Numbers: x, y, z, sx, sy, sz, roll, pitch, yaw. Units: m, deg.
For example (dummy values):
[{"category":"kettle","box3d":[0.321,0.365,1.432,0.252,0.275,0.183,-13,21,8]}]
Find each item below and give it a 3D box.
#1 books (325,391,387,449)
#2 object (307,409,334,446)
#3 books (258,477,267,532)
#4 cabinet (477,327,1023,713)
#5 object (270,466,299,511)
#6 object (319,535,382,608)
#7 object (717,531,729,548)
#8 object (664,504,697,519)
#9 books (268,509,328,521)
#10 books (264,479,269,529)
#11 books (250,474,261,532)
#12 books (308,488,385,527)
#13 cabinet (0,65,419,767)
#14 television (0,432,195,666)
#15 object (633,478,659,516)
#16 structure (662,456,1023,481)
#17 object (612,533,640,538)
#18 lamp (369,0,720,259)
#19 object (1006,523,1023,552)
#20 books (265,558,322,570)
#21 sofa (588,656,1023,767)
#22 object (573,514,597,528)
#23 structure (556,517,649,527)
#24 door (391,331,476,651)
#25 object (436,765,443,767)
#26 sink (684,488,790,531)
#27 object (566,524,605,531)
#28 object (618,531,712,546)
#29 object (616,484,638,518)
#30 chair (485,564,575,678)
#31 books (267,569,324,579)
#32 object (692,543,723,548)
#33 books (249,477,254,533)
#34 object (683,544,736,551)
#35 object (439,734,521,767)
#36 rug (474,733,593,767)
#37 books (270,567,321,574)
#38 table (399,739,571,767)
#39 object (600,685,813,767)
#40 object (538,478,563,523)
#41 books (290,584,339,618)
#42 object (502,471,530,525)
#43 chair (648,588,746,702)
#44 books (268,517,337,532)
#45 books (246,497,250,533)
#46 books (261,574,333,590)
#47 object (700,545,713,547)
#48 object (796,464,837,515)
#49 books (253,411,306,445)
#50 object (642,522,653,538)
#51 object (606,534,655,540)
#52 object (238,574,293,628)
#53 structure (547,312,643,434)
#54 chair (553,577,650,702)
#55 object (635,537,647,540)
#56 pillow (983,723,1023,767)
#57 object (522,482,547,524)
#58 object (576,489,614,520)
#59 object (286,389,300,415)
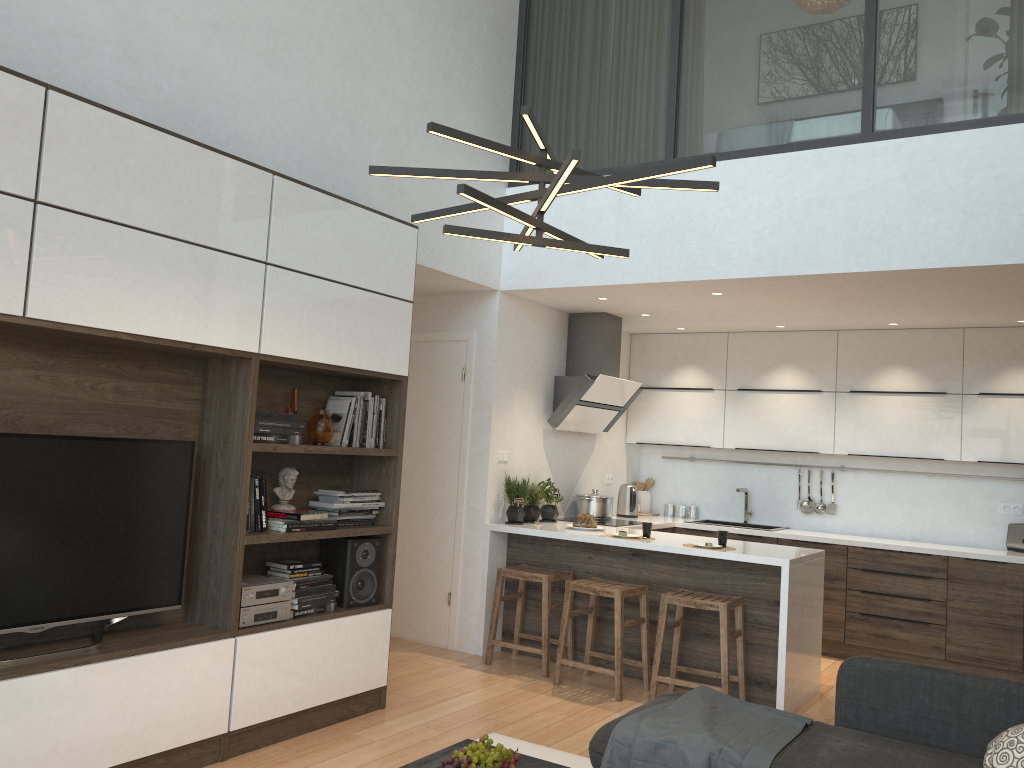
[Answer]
[{"category":"books","box3d":[-0.826,0.179,4.546,0.201,0.287,0.332,1,-5,33]},{"category":"object","box3d":[-0.925,0.211,4.287,0.130,0.171,0.130,5,-4,-18]},{"category":"books","box3d":[-1.177,0.534,3.976,0.177,0.242,0.066,1,-5,32]},{"category":"cabinet","box3d":[1.960,0.702,5.920,3.495,2.401,2.401,1,-5,33]},{"category":"object","box3d":[-1.083,0.496,4.225,0.117,0.207,0.116,5,-4,-17]},{"category":"object","box3d":[-0.820,0.940,4.496,0.244,0.331,0.214,0,-5,43]},{"category":"object","box3d":[1.237,0.911,5.209,0.066,0.093,0.066,3,-4,6]},{"category":"object","box3d":[1.436,1.085,7.560,0.297,0.105,0.112,1,-5,34]},{"category":"books","box3d":[-1.036,0.615,4.187,0.266,0.030,0.209,2,-4,26]},{"category":"books","box3d":[-1.186,0.540,4.021,0.179,0.233,0.077,1,-5,33]},{"category":"books","box3d":[-1.199,0.525,3.956,0.193,0.255,0.066,1,-5,32]},{"category":"books","box3d":[-0.850,0.622,4.483,0.224,0.176,0.374,1,-5,32]},{"category":"cabinet","box3d":[-1.776,0.223,2.986,0.338,2.494,4.036,1,-5,33]},{"category":"television","box3d":[-1.697,0.572,3.200,0.229,0.779,1.220,1,-5,33]},{"category":"object","box3d":[1.113,0.964,7.635,0.221,0.316,0.330,1,-5,33]},{"category":"structure","box3d":[2.577,0.660,6.925,3.000,0.045,0.050,1,-5,33]},{"category":"object","box3d":[0.701,0.936,5.461,0.176,0.014,0.176,2,-4,23]},{"category":"lamp","box3d":[0.192,-2.241,2.866,1.200,3.645,0.831,0,-5,43]},{"category":"object","box3d":[3.579,1.067,6.120,0.177,0.195,0.260,6,-5,-37]},{"category":"books","box3d":[-1.043,0.861,4.242,0.161,0.023,0.213,1,-5,36]},{"category":"sofa","box3d":[0.467,1.053,2.115,2.108,0.995,3.169,1,-5,33]},{"category":"object","box3d":[0.482,0.911,5.870,0.155,0.101,0.161,1,-5,28]},{"category":"structure","box3d":[0.659,1.020,6.596,0.550,0.006,0.609,1,-5,33]},{"category":"door","box3d":[-0.719,0.700,6.197,0.974,2.136,0.085,1,-5,33]},{"category":"object","box3d":[-0.109,1.192,2.646,0.295,0.026,0.295,1,-4,26]},{"category":"sink","box3d":[1.792,1.090,7.051,0.706,0.518,0.512,1,-5,33]},{"category":"object","box3d":[0.482,0.949,5.852,0.261,0.021,0.261,1,-5,27]},{"category":"object","box3d":[0.909,0.923,5.297,0.597,0.039,0.064,1,-5,29]},{"category":"object","box3d":[0.943,0.950,7.240,0.179,0.270,0.220,2,-4,20]},{"category":"chair","box3d":[0.131,1.472,5.589,0.450,0.600,0.350,1,-5,33]},{"category":"books","box3d":[-1.031,0.899,4.228,0.161,0.023,0.213,1,-5,36]},{"category":"object","box3d":[1.132,0.940,5.143,0.176,0.014,0.176,0,-5,37]},{"category":"books","box3d":[-1.205,0.528,3.925,0.169,0.242,0.050,1,-5,32]},{"category":"object","box3d":[1.152,0.952,5.180,0.304,0.002,0.304,5,-4,-25]},{"category":"object","box3d":[-0.107,1.123,2.660,0.256,0.173,0.279,1,-5,30]},{"category":"rug","box3d":[-0.085,1.554,2.756,1.606,0.013,2.496,1,-5,32]},{"category":"books","box3d":[-1.033,0.880,4.230,0.142,0.015,0.198,1,-5,31]},{"category":"table","box3d":[-0.057,1.368,2.593,0.700,0.323,0.700,1,-5,33]},{"category":"object","box3d":[0.716,1.343,3.135,0.548,0.369,0.685,0,-5,40]},{"category":"object","box3d":[0.257,0.820,6.289,0.179,0.311,0.172,0,-6,43]},{"category":"books","box3d":[-1.012,1.015,4.212,0.248,0.123,0.307,1,-5,28]},{"category":"object","box3d":[0.030,0.754,5.949,0.186,0.367,0.196,1,-5,33]},{"category":"chair","box3d":[1.050,1.483,4.949,0.450,0.600,0.350,1,-5,30]},{"category":"books","box3d":[-1.020,0.653,4.162,0.250,0.047,0.310,0,-5,38]},{"category":"books","box3d":[-1.224,0.529,3.910,0.170,0.236,0.049,1,-5,33]},{"category":"books","box3d":[-1.027,0.932,4.224,0.224,0.042,0.277,1,-5,28]},{"category":"object","box3d":[1.116,0.932,5.092,0.025,0.012,0.126,7,-5,-39]},{"category":"object","box3d":[2.401,0.837,7.008,0.320,0.389,0.069,1,-5,34]},{"category":"books","box3d":[-1.151,0.196,4.014,0.277,0.137,0.343,1,-5,28]},{"category":"object","box3d":[0.837,0.908,5.502,0.066,0.093,0.066,5,-4,-22]},{"category":"object","box3d":[0.732,0.948,5.485,0.305,0.002,0.305,3,-4,2]},{"category":"object","box3d":[-1.170,0.959,3.929,0.270,0.174,0.285,1,-5,33]},{"category":"structure","box3d":[0.658,-0.129,6.727,0.407,0.998,0.898,1,-5,33]},{"category":"chair","box3d":[0.541,1.469,5.181,0.450,0.600,0.350,0,-5,38]},{"category":"object","box3d":[0.785,0.938,5.388,0.025,0.011,0.126,1,-5,36]},{"category":"pillow","box3d":[1.035,1.012,1.884,0.386,0.364,2.734,1,-5,36]},{"category":"object","box3d":[0.146,0.816,6.127,0.211,0.283,0.221,7,-6,-44]},{"category":"object","box3d":[0.632,0.916,6.786,0.315,0.223,0.288,5,-4,-16]},{"category":"object","box3d":[-1.055,0.153,4.241,0.082,0.265,0.081,6,-5,-36]}]
